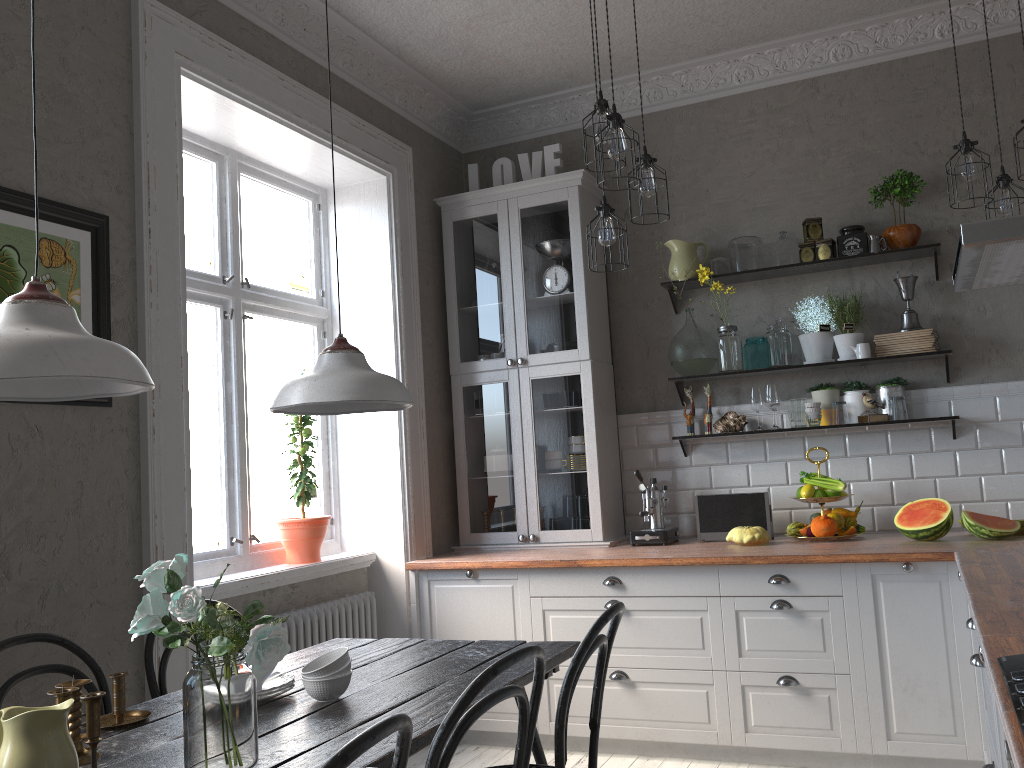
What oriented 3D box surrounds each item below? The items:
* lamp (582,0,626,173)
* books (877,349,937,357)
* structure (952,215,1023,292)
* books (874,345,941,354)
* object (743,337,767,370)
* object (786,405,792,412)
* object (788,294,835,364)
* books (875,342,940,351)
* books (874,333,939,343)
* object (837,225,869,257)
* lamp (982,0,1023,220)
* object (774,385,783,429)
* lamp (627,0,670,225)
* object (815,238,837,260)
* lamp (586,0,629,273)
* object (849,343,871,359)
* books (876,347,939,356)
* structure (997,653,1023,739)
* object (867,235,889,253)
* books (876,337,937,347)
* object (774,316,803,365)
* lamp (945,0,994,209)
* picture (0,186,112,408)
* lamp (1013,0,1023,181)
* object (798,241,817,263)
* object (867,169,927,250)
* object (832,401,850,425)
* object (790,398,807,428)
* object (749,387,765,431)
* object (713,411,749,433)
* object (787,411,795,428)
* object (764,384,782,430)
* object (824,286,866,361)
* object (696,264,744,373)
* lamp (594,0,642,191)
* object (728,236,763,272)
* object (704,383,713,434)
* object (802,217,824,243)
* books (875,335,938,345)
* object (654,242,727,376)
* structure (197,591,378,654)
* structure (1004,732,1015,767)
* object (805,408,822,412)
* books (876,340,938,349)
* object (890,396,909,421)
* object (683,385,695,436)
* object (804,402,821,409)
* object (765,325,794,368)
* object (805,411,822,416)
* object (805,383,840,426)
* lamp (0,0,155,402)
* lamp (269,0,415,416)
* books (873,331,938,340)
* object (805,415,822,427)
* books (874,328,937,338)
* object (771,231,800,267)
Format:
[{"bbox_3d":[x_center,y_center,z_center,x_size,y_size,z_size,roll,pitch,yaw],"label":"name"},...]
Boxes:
[{"bbox_3d":[0.289,-1.653,3.297,0.145,1.734,0.148,-4,-5,11],"label":"lamp"},{"bbox_3d":[1.854,-0.135,4.150,0.257,0.011,0.160,-6,-6,26],"label":"books"},{"bbox_3d":[1.474,-1.126,2.326,0.702,1.595,0.723,-6,-6,24],"label":"structure"},{"bbox_3d":[1.853,-0.157,4.152,0.256,0.016,0.161,-8,-7,36],"label":"books"},{"bbox_3d":[1.228,-0.146,4.446,0.124,0.172,0.128,-6,-6,27],"label":"object"},{"bbox_3d":[1.392,0.143,4.352,0.076,0.083,0.079,-8,-7,41],"label":"object"},{"bbox_3d":[1.503,-0.267,4.336,0.240,0.354,0.239,-8,-7,41],"label":"object"},{"bbox_3d":[1.852,-0.168,4.153,0.256,0.016,0.161,-7,-6,32],"label":"books"},{"bbox_3d":[1.849,-0.211,4.157,0.256,0.016,0.161,-8,-7,36],"label":"books"},{"bbox_3d":[1.653,-0.676,4.289,0.140,0.174,0.144,-6,-6,24],"label":"object"},{"bbox_3d":[1.870,-1.427,3.498,0.147,1.734,0.146,-3,-5,-4],"label":"lamp"},{"bbox_3d":[1.300,0.118,4.373,0.081,0.217,0.082,-4,-5,10],"label":"object"},{"bbox_3d":[0.464,-1.474,3.382,0.145,1.734,0.148,-4,-5,11],"label":"lamp"},{"bbox_3d":[1.523,-0.637,4.287,0.081,0.113,0.084,-7,-6,34],"label":"object"},{"bbox_3d":[0.317,-1.300,3.437,0.148,1.734,0.145,-3,-5,-9],"label":"lamp"},{"bbox_3d":[1.642,-0.152,4.141,0.064,0.071,0.104,0,-7,-36],"label":"object"},{"bbox_3d":[1.853,-0.146,4.151,0.256,0.011,0.160,-7,-6,29],"label":"books"},{"bbox_3d":[0.992,0.454,1.270,0.488,0.031,0.615,-6,-6,24],"label":"structure"},{"bbox_3d":[1.714,-0.654,4.152,0.092,0.096,0.076,-6,-6,24],"label":"object"},{"bbox_3d":[1.851,-0.190,4.155,0.257,0.011,0.160,-6,-6,26],"label":"books"},{"bbox_3d":[1.384,-0.201,4.450,0.129,0.264,0.134,-6,-6,29],"label":"object"},{"bbox_3d":[1.690,-1.544,3.435,0.150,1.734,0.144,0,-6,-34],"label":"lamp"},{"bbox_3d":[-1.393,-0.249,2.587,0.019,0.619,0.529,-6,-6,24],"label":"picture"},{"bbox_3d":[2.024,-1.684,3.567,0.149,1.734,0.144,-1,-6,-24],"label":"lamp"},{"bbox_3d":[1.445,-0.629,4.324,0.081,0.113,0.084,-6,-6,24],"label":"object"},{"bbox_3d":[1.837,-0.812,4.167,0.246,0.397,0.255,1,-7,-41],"label":"object"},{"bbox_3d":[1.560,0.139,4.210,0.077,0.108,0.078,-5,-6,17],"label":"object"},{"bbox_3d":[1.388,0.141,4.271,0.079,0.139,0.078,-3,-5,-4],"label":"object"},{"bbox_3d":[1.223,0.126,4.410,0.081,0.217,0.082,-4,-5,10],"label":"object"},{"bbox_3d":[1.086,0.191,4.420,0.177,0.111,0.096,-4,-5,1],"label":"object"},{"bbox_3d":[1.394,0.176,4.349,0.076,0.083,0.079,-8,-7,41],"label":"object"},{"bbox_3d":[1.264,0.112,4.289,0.081,0.217,0.082,-4,-5,10],"label":"object"},{"bbox_3d":[1.600,-0.295,4.239,0.186,0.380,0.167,-2,-6,-15],"label":"object"},{"bbox_3d":[1.028,-0.326,4.384,0.189,0.540,0.284,-5,-6,16],"label":"object"},{"bbox_3d":[0.316,-1.542,3.102,0.149,1.734,0.145,-2,-6,-19],"label":"lamp"},{"bbox_3d":[1.176,-0.635,4.447,0.175,0.184,0.169,-1,-6,-27],"label":"object"},{"bbox_3d":[0.999,0.127,4.489,0.062,0.264,0.052,0,-6,-30],"label":"object"},{"bbox_3d":[1.464,-0.744,4.310,0.082,0.113,0.083,-4,-5,4],"label":"object"},{"bbox_3d":[1.850,-0.200,4.156,0.256,0.011,0.160,-7,-6,29],"label":"books"},{"bbox_3d":[0.885,-0.375,4.498,0.336,0.674,0.336,-3,-5,-8],"label":"object"},{"bbox_3d":[-0.924,1.168,3.703,0.146,0.428,1.241,-6,-6,23],"label":"structure"},{"bbox_3d":[1.035,0.813,1.222,0.609,0.623,0.632,-6,-6,24],"label":"structure"},{"bbox_3d":[1.432,0.141,4.204,0.075,0.051,0.079,-9,-7,42],"label":"object"},{"bbox_3d":[1.852,-0.178,4.154,0.256,0.011,0.160,-7,-6,29],"label":"books"},{"bbox_3d":[1.783,0.113,4.087,0.077,0.108,0.078,-5,-6,17],"label":"object"},{"bbox_3d":[0.911,0.138,4.543,0.053,0.264,0.061,-3,-5,-5],"label":"object"},{"bbox_3d":[1.430,0.116,4.206,0.077,0.051,0.078,-4,-6,9],"label":"object"},{"bbox_3d":[1.300,-0.180,4.318,0.127,0.206,0.122,2,-7,-44],"label":"object"},{"bbox_3d":[1.433,0.158,4.202,0.076,0.051,0.078,-5,-6,16],"label":"object"},{"bbox_3d":[1.515,0.097,4.311,0.156,0.216,0.156,-4,-5,3],"label":"object"},{"bbox_3d":[-0.890,-0.906,1.644,0.386,1.858,0.372,-1,-6,-29],"label":"lamp"},{"bbox_3d":[-0.508,-0.852,2.466,0.372,1.858,0.386,-7,-6,31],"label":"lamp"},{"bbox_3d":[1.849,-0.221,4.158,0.256,0.016,0.161,-7,-6,32],"label":"books"},{"bbox_3d":[1.434,0.176,4.201,0.076,0.051,0.078,-5,-6,16],"label":"object"},{"bbox_3d":[1.848,-0.232,4.159,0.256,0.011,0.160,-7,-6,29],"label":"books"},{"bbox_3d":[1.377,-0.663,4.468,0.141,0.220,0.138,-2,-6,-17],"label":"object"}]
